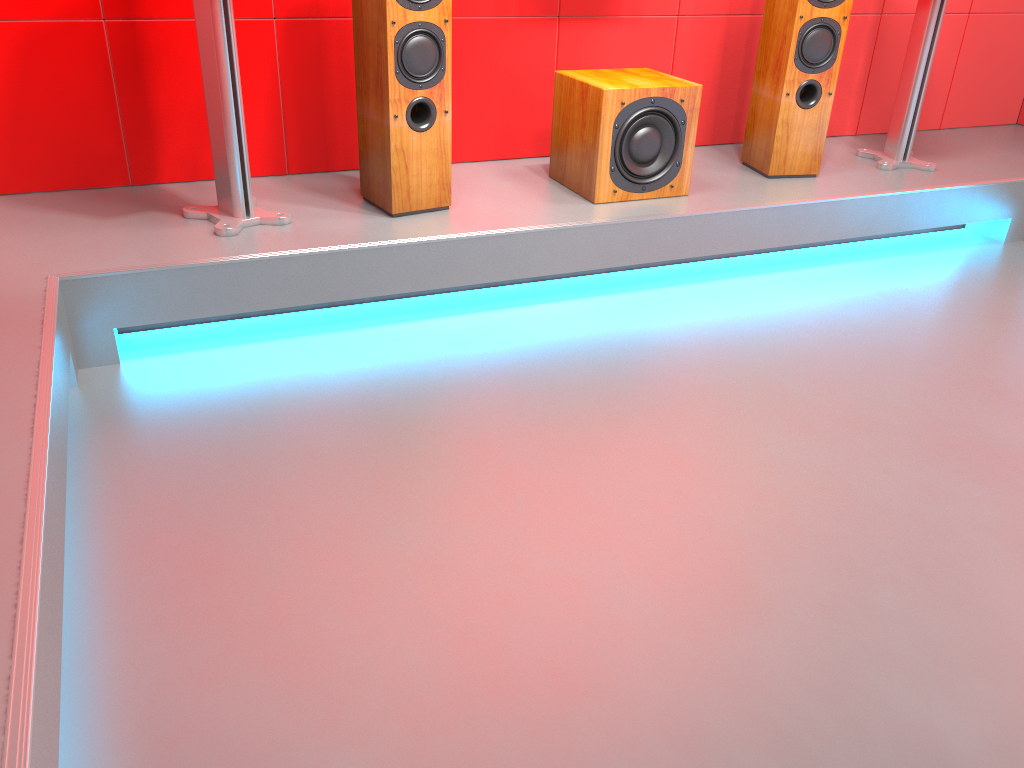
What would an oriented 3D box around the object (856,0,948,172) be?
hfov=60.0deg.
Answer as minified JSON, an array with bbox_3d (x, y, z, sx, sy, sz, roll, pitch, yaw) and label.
[{"bbox_3d":[1.538,-1.346,3.274,0.231,1.058,0.265,0,28,-4],"label":"object"}]

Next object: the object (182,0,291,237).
[{"bbox_3d":[-0.791,-0.953,2.363,0.231,1.058,0.265,-22,37,-38],"label":"object"}]

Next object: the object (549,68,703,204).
[{"bbox_3d":[0.372,-0.842,2.984,0.360,0.360,0.360,-10,30,-21],"label":"object"}]

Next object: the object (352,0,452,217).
[{"bbox_3d":[-0.316,-1.031,2.551,0.203,1.052,0.238,-15,33,-30],"label":"object"}]

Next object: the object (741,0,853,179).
[{"bbox_3d":[1.023,-1.269,3.096,0.203,1.052,0.238,-4,29,-12],"label":"object"}]
